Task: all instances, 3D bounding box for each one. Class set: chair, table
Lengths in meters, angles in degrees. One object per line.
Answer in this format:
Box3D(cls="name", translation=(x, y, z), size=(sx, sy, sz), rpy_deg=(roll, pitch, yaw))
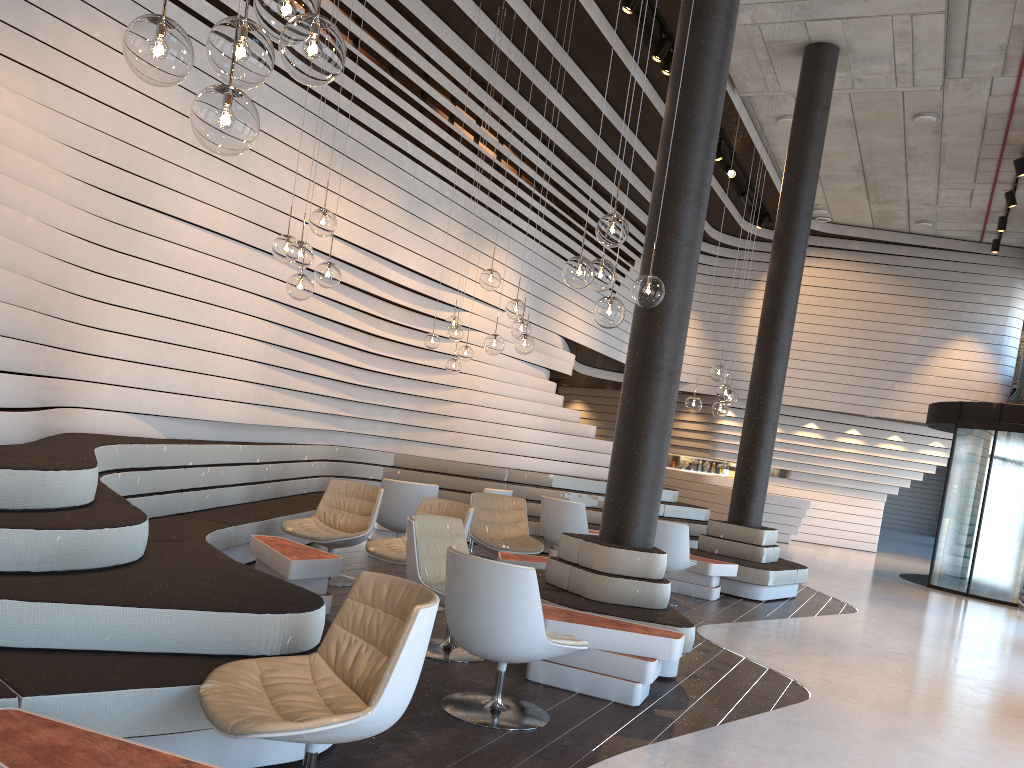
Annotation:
Box3D(cls="chair", translation=(-0.323, 1.212, 5.259), size=(0.709, 0.769, 0.657), rpy_deg=(8, 0, 29))
Box3D(cls="chair", translation=(-0.644, 1.027, 2.894), size=(0.711, 0.769, 0.654), rpy_deg=(8, 0, -27))
Box3D(cls="chair", translation=(-0.679, 1.228, 6.450), size=(0.711, 0.769, 0.654), rpy_deg=(8, 0, -44))
Box3D(cls="chair", translation=(0.595, 1.575, 9.150), size=(0.654, 0.769, 0.711), rpy_deg=(9, 0, 42))
Box3D(cls="table", translation=(0.200, 1.601, 7.174), size=(0.907, 0.372, 0.412), rpy_deg=(10, -1, -27))
Box3D(cls="chair", translation=(-1.403, 1.146, 6.889), size=(0.655, 0.769, 0.711), rpy_deg=(9, 0, 33))
Box3D(cls="table", translation=(0.459, 1.507, 4.894), size=(0.904, 0.372, 0.413), rpy_deg=(8, -1, 18))
Box3D(cls="table", translation=(-1.059, 1.126, 2.232), size=(0.904, 0.372, 0.414), rpy_deg=(7, -1, 33))
Box3D(cls="table", translation=(-1.449, 1.282, 5.900), size=(0.414, 0.371, 0.904), rpy_deg=(9, -2, -32))
Box3D(cls="chair", translation=(-0.398, 1.431, 9.215), size=(0.709, 0.769, 0.656), rpy_deg=(8, 0, 25))
Box3D(cls="chair", translation=(1.379, 1.641, 8.282), size=(0.655, 0.769, 0.711), rpy_deg=(9, 0, 26))
Box3D(cls="table", translation=(-1.247, 1.529, 9.625), size=(0.907, 0.372, 0.412), rpy_deg=(10, -1, -27))
Box3D(cls="table", translation=(0.774, 1.851, 9.997), size=(0.905, 0.372, 0.413), rpy_deg=(9, -1, -2))
Box3D(cls="chair", translation=(-0.086, 1.402, 7.919), size=(0.657, 0.769, 0.708), rpy_deg=(8, 0, -24))
Box3D(cls="chair", translation=(-0.018, 1.199, 4.250), size=(0.654, 0.769, 0.711), rpy_deg=(9, 0, 43))
Box3D(cls="table", translation=(1.776, 1.939, 8.952), size=(0.904, 0.372, 0.414), rpy_deg=(7, -1, 28))
Box3D(cls="chair", translation=(-1.072, 1.286, 8.450), size=(0.657, 0.769, 0.708), rpy_deg=(8, 0, -20))

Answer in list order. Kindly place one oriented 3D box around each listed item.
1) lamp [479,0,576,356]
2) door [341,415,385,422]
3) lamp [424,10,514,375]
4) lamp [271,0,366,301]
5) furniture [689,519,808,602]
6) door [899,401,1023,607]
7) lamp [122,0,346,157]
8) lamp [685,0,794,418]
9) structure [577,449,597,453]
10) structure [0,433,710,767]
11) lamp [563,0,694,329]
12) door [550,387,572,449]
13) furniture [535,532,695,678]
Box3D(cls="lamp", translation=(0.261, -2.568, 6.810), size=(0.308, 4.761, 0.661), rpy_deg=(10, 3, 34))
Box3D(cls="door", translation=(-2.135, 0.713, 12.874), size=(0.968, 2.114, 0.162), rpy_deg=(9, 3, 25))
Box3D(cls="lamp", translation=(-0.327, -2.448, 8.923), size=(0.532, 4.734, 0.331), rpy_deg=(8, 3, -13))
Box3D(cls="lamp", translation=(-0.915, -2.823, 5.286), size=(0.293, 4.695, 0.543), rpy_deg=(10, 3, 21))
Box3D(cls="furniture", translation=(2.631, 1.934, 9.711), size=(1.774, 0.725, 1.272), rpy_deg=(10, -2, -29))
Box3D(cls="door", translation=(7.894, 1.923, 13.500), size=(3.195, 2.863, 3.256), rpy_deg=(8, -1, 32))
Box3D(cls="lamp", translation=(-0.406, -2.872, 2.158), size=(0.545, 4.648, 0.273), rpy_deg=(8, 3, -13))
Box3D(cls="lamp", translation=(3.323, -1.504, 14.058), size=(9.016, 4.628, 41.966), rpy_deg=(8, -3, 26))
Box3D(cls="structure", translation=(1.782, 1.637, 21.383), size=(0.017, 0.471, 0.799), rpy_deg=(6, 0, -39))
Box3D(cls="structure", translation=(-1.992, 0.922, 5.934), size=(5.762, 0.930, 18.229), rpy_deg=(7, -4, 22))
Box3D(cls="lamp", translation=(0.827, -2.613, 4.429), size=(0.544, 4.695, 0.292), rpy_deg=(9, 3, 11))
Box3D(cls="door", translation=(0.881, 1.416, 22.448), size=(1.767, 2.713, 0.079), rpy_deg=(9, 3, 30))
Box3D(cls="furniture", translation=(0.447, 1.397, 6.057), size=(1.275, 0.724, 1.770), rpy_deg=(9, -2, -4))
